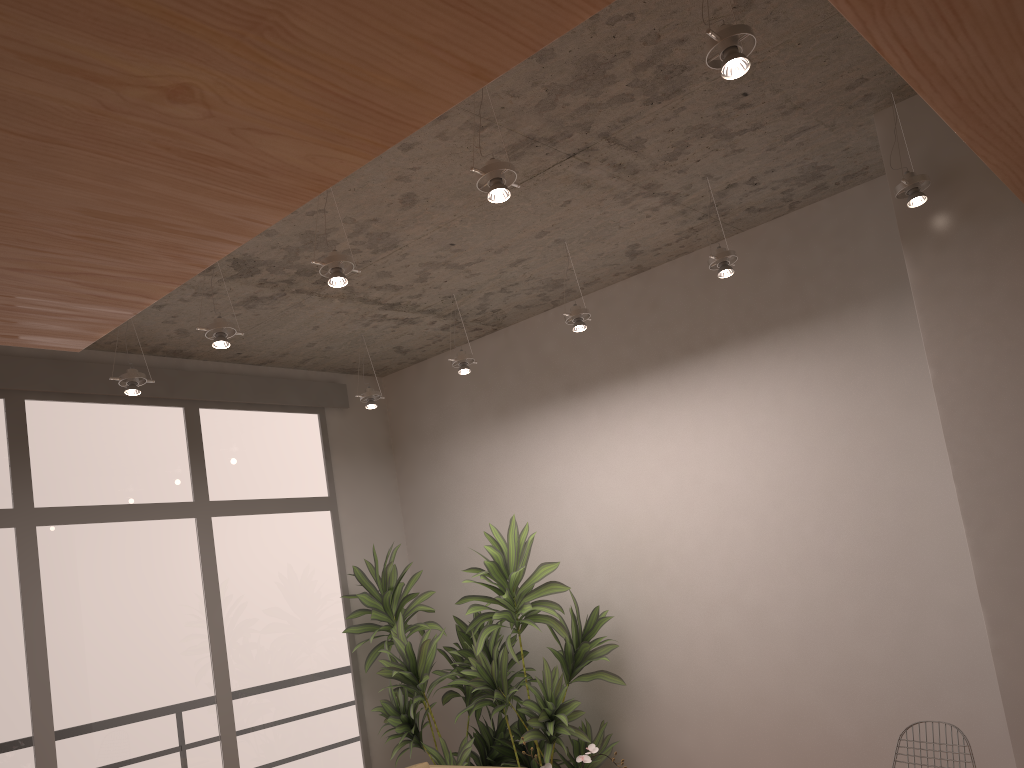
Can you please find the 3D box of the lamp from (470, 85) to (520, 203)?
[{"bbox_3d":[-0.077,-0.816,2.818,0.134,0.477,0.201,-10,-8,7],"label":"lamp"}]

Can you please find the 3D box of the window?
[{"bbox_3d":[-3.751,1.316,2.983,0.063,3.235,8.547,-15,-13,39],"label":"window"}]

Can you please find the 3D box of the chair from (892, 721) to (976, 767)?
[{"bbox_3d":[1.574,1.826,3.437,0.557,0.889,0.554,-4,-10,-30],"label":"chair"}]

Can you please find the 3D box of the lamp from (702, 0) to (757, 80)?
[{"bbox_3d":[0.534,-1.028,2.290,0.134,0.477,0.201,-10,-8,7],"label":"lamp"}]

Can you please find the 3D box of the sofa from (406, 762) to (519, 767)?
[{"bbox_3d":[-0.733,2.336,3.980,0.893,0.826,1.798,-17,-14,39],"label":"sofa"}]

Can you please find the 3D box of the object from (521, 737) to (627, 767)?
[{"bbox_3d":[0.223,1.579,3.247,0.376,0.582,0.297,-15,-10,34],"label":"object"}]

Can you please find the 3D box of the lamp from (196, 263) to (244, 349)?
[{"bbox_3d":[-1.298,-0.394,3.873,0.134,0.477,0.201,-10,-8,7],"label":"lamp"}]

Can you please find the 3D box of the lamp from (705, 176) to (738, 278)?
[{"bbox_3d":[0.917,-0.716,3.975,0.134,0.477,0.201,-10,-8,7],"label":"lamp"}]

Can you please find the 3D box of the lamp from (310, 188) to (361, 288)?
[{"bbox_3d":[-0.688,-0.605,3.345,0.134,0.477,0.201,-10,-8,7],"label":"lamp"}]

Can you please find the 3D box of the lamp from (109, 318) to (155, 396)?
[{"bbox_3d":[-1.909,-0.182,4.401,0.134,0.477,0.201,-10,-8,7],"label":"lamp"}]

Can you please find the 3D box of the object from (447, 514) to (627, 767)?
[{"bbox_3d":[0.098,1.839,5.224,0.961,2.079,1.101,-3,-10,-37],"label":"object"}]

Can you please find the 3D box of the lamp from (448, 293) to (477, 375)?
[{"bbox_3d":[-0.304,-0.293,5.030,0.134,0.477,0.201,-10,-8,7],"label":"lamp"}]

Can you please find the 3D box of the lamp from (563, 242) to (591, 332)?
[{"bbox_3d":[0.307,-0.504,4.502,0.134,0.477,0.201,-10,-8,7],"label":"lamp"}]

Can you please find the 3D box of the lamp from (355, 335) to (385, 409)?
[{"bbox_3d":[-0.915,-0.082,5.558,0.134,0.477,0.201,-10,-8,7],"label":"lamp"}]

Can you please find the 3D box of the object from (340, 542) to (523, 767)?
[{"bbox_3d":[-0.415,2.013,5.649,1.073,2.079,0.985,-4,-10,-32],"label":"object"}]
